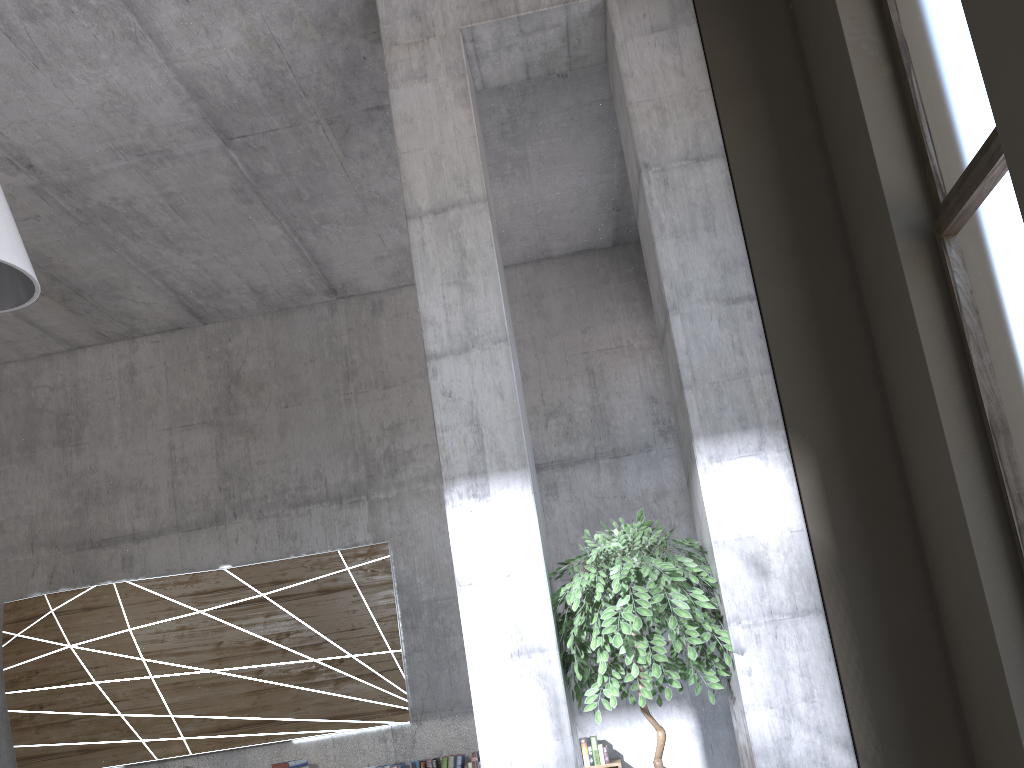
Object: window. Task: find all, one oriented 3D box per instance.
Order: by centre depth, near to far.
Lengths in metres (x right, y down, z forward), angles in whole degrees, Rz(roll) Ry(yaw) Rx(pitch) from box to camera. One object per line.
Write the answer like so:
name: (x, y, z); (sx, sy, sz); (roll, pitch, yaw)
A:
window: (1.651, -0.110, 2.454); (0.210, 4.022, 9.531); (-9, -18, 2)

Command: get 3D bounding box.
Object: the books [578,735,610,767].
books: (0.607, 2.860, 6.825); (0.277, 0.214, 0.176); (-10, -14, 6)

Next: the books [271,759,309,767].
books: (-1.766, 3.131, 7.031); (0.192, 0.203, 0.251); (-16, -17, 24)

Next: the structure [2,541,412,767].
structure: (-2.630, 2.318, 7.341); (3.419, 1.489, 0.369); (-10, -12, 5)

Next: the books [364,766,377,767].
books: (-1.162, 3.168, 6.974); (0.200, 0.221, 0.195); (-10, -14, 4)

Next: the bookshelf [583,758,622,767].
bookshelf: (-1.708, 3.786, 6.990); (5.332, 0.780, 0.312); (-10, -12, 5)

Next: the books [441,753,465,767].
books: (-0.469, 3.058, 6.950); (0.200, 0.221, 0.195); (-10, -14, 4)

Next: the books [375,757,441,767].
books: (-0.820, 3.119, 6.967); (0.491, 0.213, 0.222); (-10, -15, 4)

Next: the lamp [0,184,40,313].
lamp: (-1.642, 0.558, 1.543); (0.754, 3.313, 2.724); (-7, -14, -8)

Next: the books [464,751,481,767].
books: (-0.228, 3.012, 6.921); (0.279, 0.213, 0.216); (-10, -15, 3)

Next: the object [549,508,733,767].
object: (0.672, 1.505, 4.046); (0.998, 1.804, 1.001); (-2, -15, -29)
